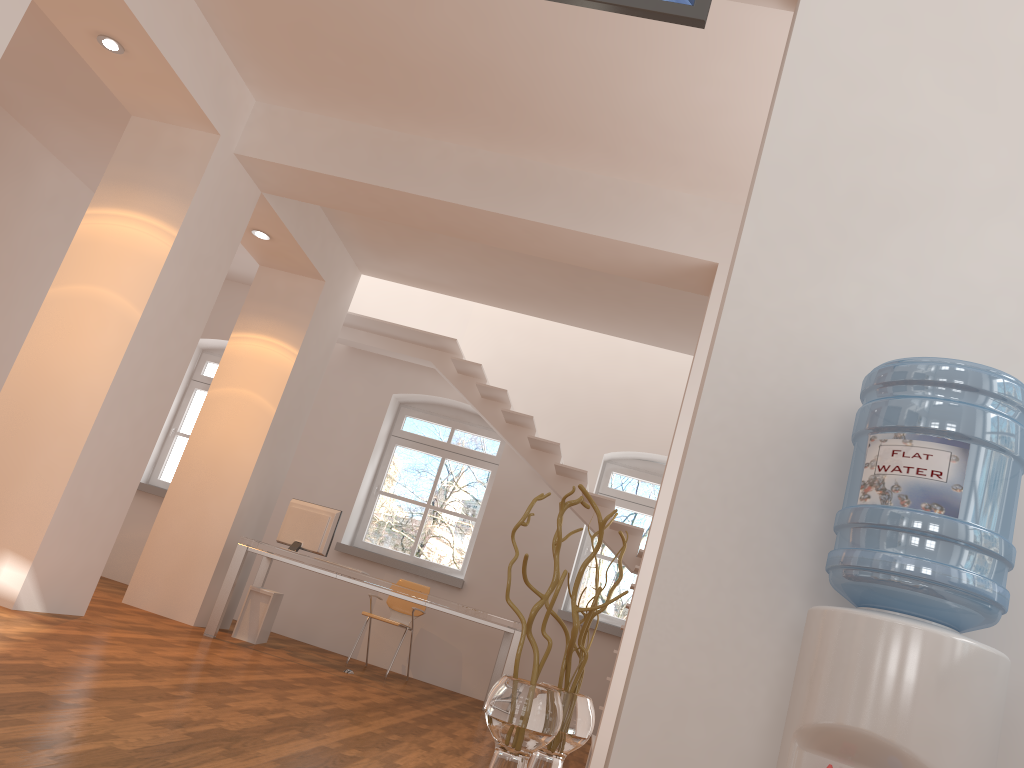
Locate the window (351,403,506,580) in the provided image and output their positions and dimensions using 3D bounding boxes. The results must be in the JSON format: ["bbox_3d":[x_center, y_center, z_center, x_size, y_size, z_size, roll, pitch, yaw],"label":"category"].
[{"bbox_3d":[-0.819,1.073,9.339,1.308,1.737,0.142,15,-15,10],"label":"window"}]

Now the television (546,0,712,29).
[{"bbox_3d":[0.037,-1.675,2.860,1.388,0.803,0.266,15,-15,10],"label":"television"}]

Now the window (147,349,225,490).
[{"bbox_3d":[-3.114,0.474,9.753,1.308,1.737,0.142,15,-15,10],"label":"window"}]

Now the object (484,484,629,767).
[{"bbox_3d":[0.128,0.844,2.511,0.284,1.112,0.655,8,-18,30],"label":"object"}]

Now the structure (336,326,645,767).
[{"bbox_3d":[-0.150,1.026,7.104,4.630,3.042,3.450,15,-15,10],"label":"structure"}]

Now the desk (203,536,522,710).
[{"bbox_3d":[-1.102,1.946,7.042,2.239,0.750,1.092,17,-15,0],"label":"desk"}]

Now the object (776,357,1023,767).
[{"bbox_3d":[0.826,0.689,1.922,0.436,1.490,0.436,19,-15,-4],"label":"object"}]

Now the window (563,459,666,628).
[{"bbox_3d":[1.367,1.643,8.944,1.308,1.737,0.142,15,-15,10],"label":"window"}]

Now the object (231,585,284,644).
[{"bbox_3d":[-2.067,1.886,7.234,0.200,0.422,0.474,17,-15,0],"label":"object"}]

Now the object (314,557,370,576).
[{"bbox_3d":[-1.417,1.523,7.390,0.467,0.031,0.200,12,-16,20],"label":"object"}]

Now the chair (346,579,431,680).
[{"bbox_3d":[-1.089,2.163,7.973,0.495,0.829,0.464,10,-17,24],"label":"chair"}]

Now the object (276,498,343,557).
[{"bbox_3d":[-1.671,1.148,7.090,0.516,0.418,0.245,5,-20,38],"label":"object"}]

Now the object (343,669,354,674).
[{"bbox_3d":[-1.290,2.278,7.019,0.054,0.035,0.115,12,-16,20],"label":"object"}]
